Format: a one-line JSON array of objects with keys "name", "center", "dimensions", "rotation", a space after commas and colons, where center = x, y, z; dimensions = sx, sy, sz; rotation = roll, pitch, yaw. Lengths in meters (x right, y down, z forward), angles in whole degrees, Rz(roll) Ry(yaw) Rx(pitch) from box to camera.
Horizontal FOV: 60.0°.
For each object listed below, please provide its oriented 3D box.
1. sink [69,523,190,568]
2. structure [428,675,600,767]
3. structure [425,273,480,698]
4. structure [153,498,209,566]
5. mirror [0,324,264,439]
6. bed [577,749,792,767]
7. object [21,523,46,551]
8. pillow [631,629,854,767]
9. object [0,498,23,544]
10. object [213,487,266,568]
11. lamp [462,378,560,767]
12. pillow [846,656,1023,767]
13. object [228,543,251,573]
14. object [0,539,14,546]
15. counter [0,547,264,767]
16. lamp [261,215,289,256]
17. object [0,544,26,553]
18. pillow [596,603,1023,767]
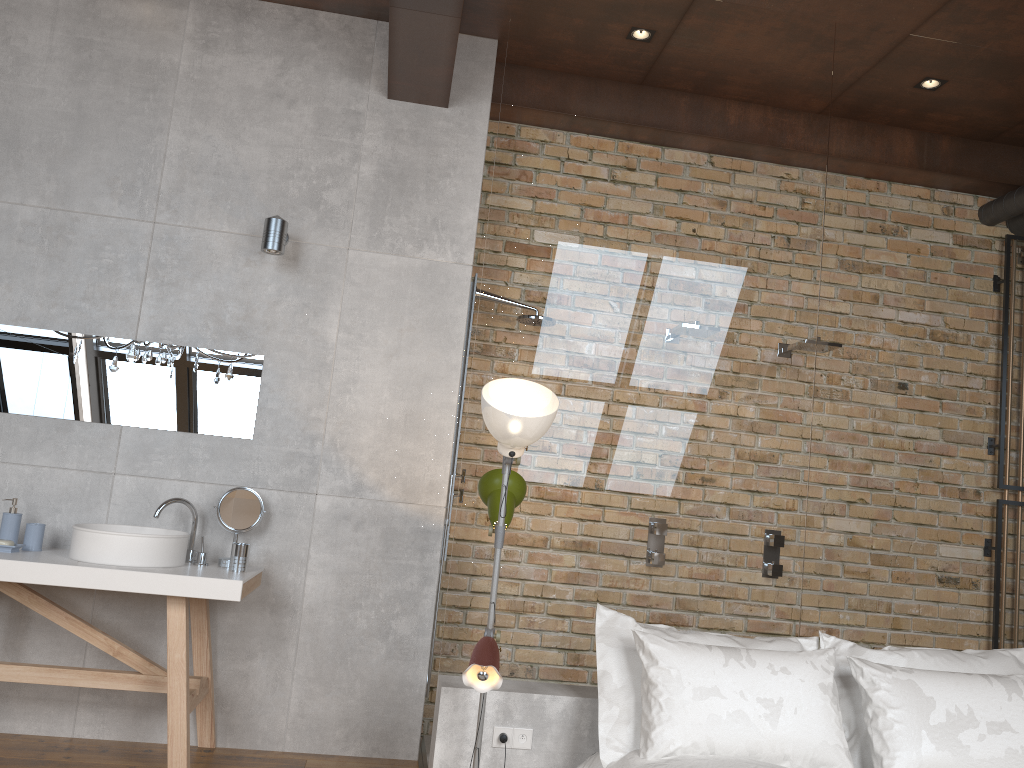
[{"name": "sink", "center": [-1.540, 0.651, 3.580], "dimensions": [0.442, 0.128, 0.445], "rotation": [13, -10, -43]}, {"name": "structure", "center": [1.104, 1.485, 3.355], "dimensions": [2.820, 0.494, 0.206], "rotation": [7, -7, -7]}, {"name": "structure", "center": [-0.089, 0.479, 4.259], "dimensions": [0.457, 2.005, 0.217], "rotation": [7, -7, -11]}, {"name": "structure", "center": [-1.382, 0.617, 3.736], "dimensions": [0.242, 0.268, 0.141], "rotation": [7, -7, -12]}, {"name": "mirror", "center": [-2.037, -0.049, 3.846], "dimensions": [1.838, 0.377, 0.007], "rotation": [7, -7, -7]}, {"name": "bed", "center": [1.386, 1.391, 2.198], "dimensions": [2.300, 0.442, 2.169], "rotation": [7, -7, -7]}, {"name": "object", "center": [-1.946, 0.624, 3.611], "dimensions": [0.075, 0.108, 0.075], "rotation": [4, -8, 13]}, {"name": "pillow", "center": [0.762, 1.063, 2.948], "dimensions": [0.744, 0.397, 0.276], "rotation": [7, -7, -7]}, {"name": "object", "center": [-2.043, 0.567, 3.616], "dimensions": [0.076, 0.201, 0.076], "rotation": [8, -8, -14]}, {"name": "object", "center": [-1.171, 0.609, 3.783], "dimensions": [0.118, 0.338, 0.192], "rotation": [0, -9, 39]}, {"name": "lamp", "center": [-0.080, 0.768, 3.018], "dimensions": [0.270, 1.582, 0.561], "rotation": [7, -7, -10]}, {"name": "pillow", "center": [1.542, 1.179, 3.043], "dimensions": [0.748, 0.385, 0.291], "rotation": [7, -7, -7]}, {"name": "object", "center": [-1.111, 0.708, 3.616], "dimensions": [0.073, 0.111, 0.073], "rotation": [8, -8, -15]}, {"name": "object", "center": [-2.000, 0.627, 3.475], "dimensions": [0.084, 0.035, 0.067], "rotation": [7, -7, -5]}, {"name": "counter", "center": [-2.080, 1.032, 3.462], "dimensions": [2.011, 0.765, 0.630], "rotation": [7, -7, -7]}, {"name": "lamp", "center": [-1.046, -0.649, 3.948], "dimensions": [0.101, 0.168, 0.243], "rotation": [7, -7, -7]}, {"name": "object", "center": [-2.003, 0.640, 3.473], "dimensions": [0.147, 0.031, 0.100], "rotation": [7, -7, -5]}, {"name": "pillow", "center": [1.140, 1.136, 3.161], "dimensions": [1.746, 0.517, 0.358], "rotation": [7, -7, -8]}]
